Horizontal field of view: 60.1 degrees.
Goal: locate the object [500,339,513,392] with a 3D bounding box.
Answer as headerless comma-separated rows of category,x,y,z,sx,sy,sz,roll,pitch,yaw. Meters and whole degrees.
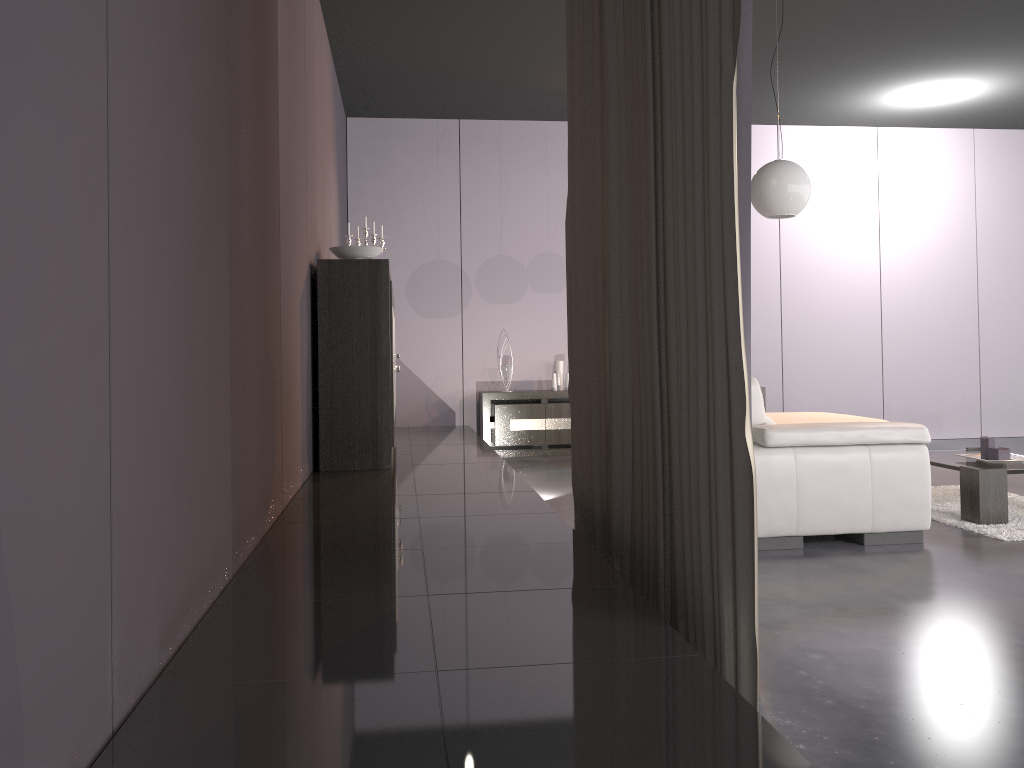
object,-0.048,-0.166,7.738,0.123,0.466,0.108,-1,-1,-6

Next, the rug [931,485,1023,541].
rug,2.553,0.669,4.772,0.916,0.023,1.526,-1,2,-7

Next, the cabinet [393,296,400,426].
cabinet,-0.990,-0.152,6.200,0.411,1.075,1.072,-1,0,-7

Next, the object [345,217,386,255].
object,-0.984,-0.904,5.962,0.229,0.446,0.229,-1,0,10

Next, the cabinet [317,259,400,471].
cabinet,-0.844,-0.116,5.044,0.411,1.075,1.072,-1,0,-7

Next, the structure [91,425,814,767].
structure,-0.296,0.633,2.888,1.000,0.300,8.772,-1,2,-7

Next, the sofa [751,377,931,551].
sofa,1.686,0.243,5.365,1.868,0.859,2.862,-1,2,-7

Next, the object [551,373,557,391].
object,0.370,-0.017,7.774,0.051,0.152,0.051,-1,-1,-29

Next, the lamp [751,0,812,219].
lamp,1.369,-1.566,4.560,0.307,1.416,0.306,0,-1,-40

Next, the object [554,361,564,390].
object,0.418,-0.076,7.869,0.089,0.264,0.089,-2,-1,44

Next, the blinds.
blinds,0.479,-0.720,2.561,0.248,2.998,3.288,-1,1,-7

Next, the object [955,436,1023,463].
object,2.571,0.341,4.678,0.304,0.137,0.304,-1,1,-3

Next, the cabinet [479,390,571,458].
cabinet,0.263,0.338,7.770,1.072,0.555,0.377,-1,0,-7

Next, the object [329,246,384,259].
object,-0.887,-0.711,5.049,0.309,0.117,0.309,0,2,27

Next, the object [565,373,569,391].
object,0.491,-0.019,7.789,0.051,0.152,0.051,-1,-1,-29

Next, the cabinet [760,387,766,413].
cabinet,1.698,0.310,7.952,1.072,0.555,0.377,-1,0,-7

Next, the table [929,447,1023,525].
table,2.558,0.531,4.789,0.701,0.271,0.905,-1,2,-7
